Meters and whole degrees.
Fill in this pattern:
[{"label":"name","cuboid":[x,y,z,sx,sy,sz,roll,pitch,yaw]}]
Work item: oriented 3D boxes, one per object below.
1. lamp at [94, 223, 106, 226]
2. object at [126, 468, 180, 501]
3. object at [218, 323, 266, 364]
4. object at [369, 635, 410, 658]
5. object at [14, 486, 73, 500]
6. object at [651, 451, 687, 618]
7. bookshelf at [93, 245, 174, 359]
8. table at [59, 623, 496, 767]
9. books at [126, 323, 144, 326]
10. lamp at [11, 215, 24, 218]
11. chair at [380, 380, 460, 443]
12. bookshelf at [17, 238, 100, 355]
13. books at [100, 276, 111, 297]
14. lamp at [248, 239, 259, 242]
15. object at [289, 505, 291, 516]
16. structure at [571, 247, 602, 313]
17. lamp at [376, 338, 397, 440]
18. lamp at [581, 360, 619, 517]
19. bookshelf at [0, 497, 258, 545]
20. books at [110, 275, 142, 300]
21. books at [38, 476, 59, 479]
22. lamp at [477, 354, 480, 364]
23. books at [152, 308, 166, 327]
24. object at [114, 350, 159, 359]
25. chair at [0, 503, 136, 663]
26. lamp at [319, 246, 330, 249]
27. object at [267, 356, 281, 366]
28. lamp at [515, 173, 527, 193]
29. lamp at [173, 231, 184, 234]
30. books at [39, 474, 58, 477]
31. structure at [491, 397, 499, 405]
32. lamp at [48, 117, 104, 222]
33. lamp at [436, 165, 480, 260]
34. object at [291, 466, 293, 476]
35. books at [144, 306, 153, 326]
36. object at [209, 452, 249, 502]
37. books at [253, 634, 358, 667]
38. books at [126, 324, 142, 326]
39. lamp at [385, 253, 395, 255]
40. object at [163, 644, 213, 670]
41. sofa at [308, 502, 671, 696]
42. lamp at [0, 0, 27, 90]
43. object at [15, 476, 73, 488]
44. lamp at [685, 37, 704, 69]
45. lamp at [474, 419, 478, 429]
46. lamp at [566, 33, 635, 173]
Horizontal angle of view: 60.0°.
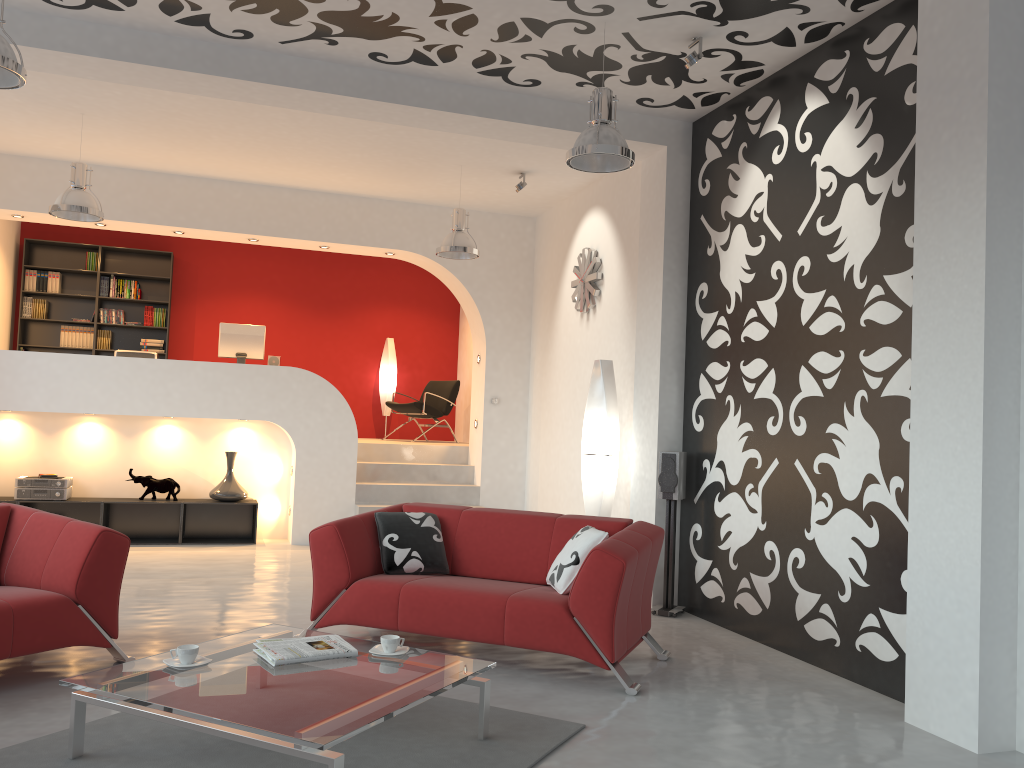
[{"label":"lamp","cuboid":[-3.911,-1.513,8.428,0.105,0.011,0.105,4,-3,-30]},{"label":"object","cuboid":[-3.442,0.965,8.515,0.507,0.296,0.191,2,-3,-3]},{"label":"object","cuboid":[-2.801,-0.392,9.192,0.458,0.452,0.230,3,-3,-19]},{"label":"object","cuboid":[-0.501,1.070,3.629,0.153,0.069,0.153,2,-3,8]},{"label":"object","cuboid":[-4.323,1.002,8.187,0.430,0.100,0.365,3,-3,-19]},{"label":"object","cuboid":[1.094,1.024,6.119,0.214,1.112,0.229,1,-3,26]},{"label":"bookshelf","cuboid":[-4.655,-0.537,10.880,0.816,2.213,0.305,3,-3,-19]},{"label":"table","cuboid":[-0.828,1.220,3.328,1.162,0.286,1.097,1,-3,26]},{"label":"books","cuboid":[-4.654,-0.730,10.943,0.190,0.015,0.135,3,-3,-19]},{"label":"lamp","cuboid":[-4.574,-1.550,8.205,0.105,0.011,0.105,3,-3,-15]},{"label":"chair","cuboid":[-1.137,0.328,11.166,0.768,0.795,0.664,5,-4,-43]},{"label":"bookshelf","cuboid":[-5.428,-0.580,10.621,0.816,2.213,0.305,3,-3,-19]},{"label":"books","cuboid":[-4.973,-1.171,10.842,0.090,0.256,0.181,3,-3,-19]},{"label":"lamp","cuboid":[-2.586,-1.438,8.872,0.105,0.011,0.105,4,-3,-30]},{"label":"object","cuboid":[-2.248,1.279,8.964,0.011,0.105,0.105,3,-3,-19]},{"label":"structure","cuboid":[0.665,-0.945,8.087,0.090,0.596,0.596,3,-3,-19]},{"label":"lamp","cuboid":[-1.660,0.062,11.825,0.237,1.349,0.237,3,-3,-10]},{"label":"lamp","cuboid":[0.672,0.705,6.814,0.313,1.779,0.313,3,-3,-10]},{"label":"bookshelf","cuboid":[-3.842,1.287,8.343,2.764,0.397,0.405,3,-3,-19]},{"label":"books","cuboid":[-4.741,-1.174,10.895,0.341,0.286,0.231,3,-3,-19]},{"label":"books","cuboid":[-4.278,0.859,8.181,0.135,0.015,0.190,4,-3,-38]},{"label":"lamp","cuboid":[-0.361,-0.267,9.583,0.011,0.105,0.105,3,-3,-19]},{"label":"books","cuboid":[-4.387,-0.813,11.027,0.146,0.240,0.170,3,-3,-19]},{"label":"object","cuboid":[-3.779,-0.217,8.941,0.397,0.217,0.458,3,-3,-19]},{"label":"chair","cuboid":[-2.547,0.967,4.073,0.951,0.738,1.288,1,-3,31]},{"label":"lamp","cuboid":[-1.923,-1.401,9.094,0.105,0.011,0.105,4,-3,-30]},{"label":"object","cuboid":[-2.512,-0.220,9.337,0.133,0.147,0.151,4,-3,-35]},{"label":"lamp","cuboid":[0.084,-1.794,7.918,0.112,0.176,0.118,1,-3,24]},{"label":"lamp","cuboid":[-3.249,-1.476,8.650,0.105,0.011,0.105,4,-3,-30]},{"label":"books","cuboid":[-4.284,0.844,8.190,0.135,0.015,0.190,4,-3,-33]},{"label":"structure","cuboid":[-0.178,0.180,9.357,0.080,0.080,0.016,3,-3,-19]},{"label":"lamp","cuboid":[-3.307,-1.677,6.782,0.379,0.800,0.379,0,-4,43]},{"label":"lamp","cuboid":[-0.458,-1.516,7.738,0.379,0.800,0.379,0,-4,43]},{"label":"object","cuboid":[-2.232,0.880,8.983,0.011,0.105,0.105,3,-3,-19]},{"label":"books","cuboid":[-4.501,-0.827,10.989,0.090,0.256,0.181,3,-3,-19]},{"label":"object","cuboid":[-2.773,0.908,8.717,0.369,0.481,0.369,0,-3,37]},{"label":"books","cuboid":[-0.840,1.072,3.586,0.367,0.035,0.345,4,-3,-29]},{"label":"books","cuboid":[-4.660,-0.715,10.940,0.190,0.015,0.135,3,-3,-24]},{"label":"lamp","cuboid":[-1.279,-1.365,9.310,0.105,0.011,0.105,4,-3,-30]},{"label":"object","cuboid":[-1.223,1.028,3.348,0.153,0.069,0.153,0,-3,38]},{"label":"sofa","cuboid":[-0.139,1.105,4.936,1.929,0.738,0.951,1,-3,21]},{"label":"lamp","cuboid":[-2.348,-1.773,3.941,0.379,0.800,0.379,2,-3,10]},{"label":"object","cuboid":[-4.321,0.904,8.200,0.430,0.077,0.349,3,-3,-19]},{"label":"lamp","cuboid":[1.042,-1.890,5.077,0.112,0.176,0.118,1,-3,24]},{"label":"lamp","cuboid":[-0.390,0.431,9.550,0.011,0.105,0.105,3,-3,-19]},{"label":"lamp","cuboid":[0.500,-1.612,4.897,0.379,0.800,0.379,4,-3,-26]}]
